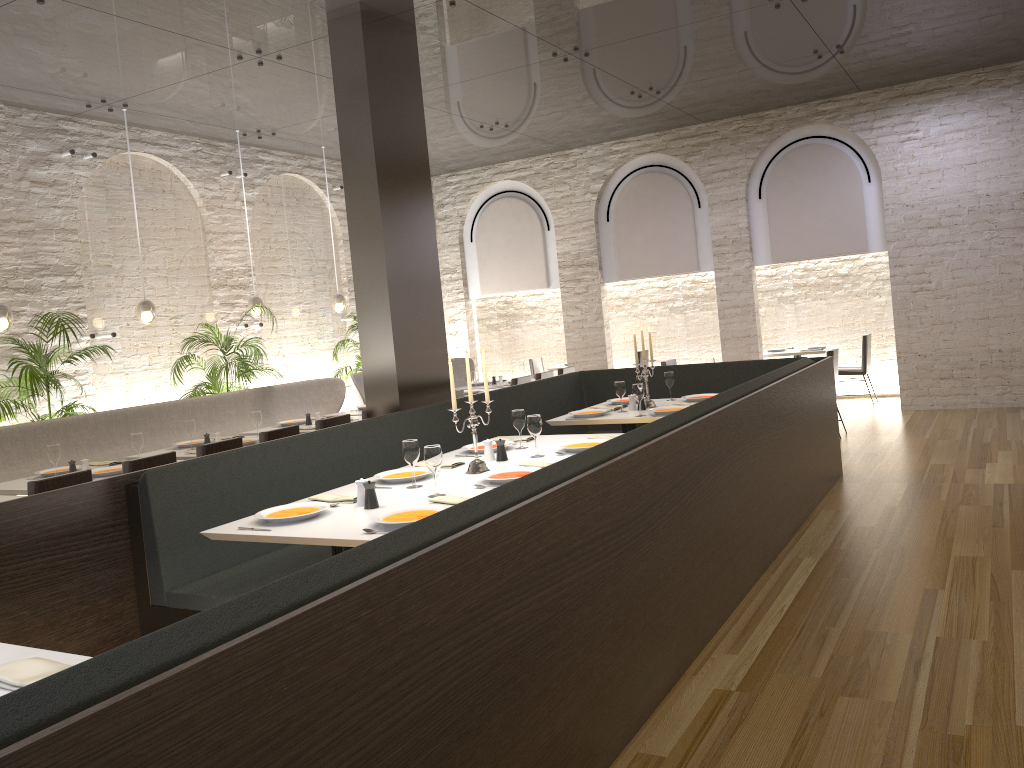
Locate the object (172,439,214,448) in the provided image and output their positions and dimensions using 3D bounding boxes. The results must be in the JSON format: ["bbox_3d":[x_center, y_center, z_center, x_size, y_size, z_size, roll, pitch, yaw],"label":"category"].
[{"bbox_3d":[-2.586,0.486,7.184,0.321,0.036,0.322,-5,4,7],"label":"object"}]

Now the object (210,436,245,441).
[{"bbox_3d":[-2.405,0.456,7.474,0.272,0.033,0.143,-3,4,29],"label":"object"}]

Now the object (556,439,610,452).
[{"bbox_3d":[0.410,0.353,5.002,0.321,0.036,0.322,-4,4,25],"label":"object"}]

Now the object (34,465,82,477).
[{"bbox_3d":[-3.147,0.612,6.171,0.321,0.036,0.322,-5,4,12],"label":"object"}]

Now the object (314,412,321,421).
[{"bbox_3d":[-1.761,0.308,8.033,0.059,0.109,0.059,-5,2,21],"label":"object"}]

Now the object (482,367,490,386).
[{"bbox_3d":[-0.316,-0.091,10.864,0.086,0.230,0.086,-7,2,-31],"label":"object"}]

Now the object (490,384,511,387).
[{"bbox_3d":[-0.105,0.017,10.565,0.272,0.033,0.143,-3,4,29],"label":"object"}]

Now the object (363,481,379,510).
[{"bbox_3d":[-0.622,0.487,3.896,0.069,0.126,0.068,-7,2,-29],"label":"object"}]

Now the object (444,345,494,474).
[{"bbox_3d":[-0.206,0.128,4.567,0.131,0.656,0.391,-4,3,40],"label":"object"}]

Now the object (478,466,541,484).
[{"bbox_3d":[-0.001,0.444,4.259,0.322,0.036,0.321,-9,5,-41],"label":"object"}]

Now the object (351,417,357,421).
[{"bbox_3d":[-1.554,0.334,7.943,0.321,0.036,0.322,-5,4,7],"label":"object"}]

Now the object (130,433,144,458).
[{"bbox_3d":[-2.611,0.460,6.189,0.086,0.230,0.086,-4,2,35],"label":"object"}]

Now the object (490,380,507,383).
[{"bbox_3d":[-0.217,-0.034,11.431,0.272,0.033,0.143,-3,4,29],"label":"object"}]

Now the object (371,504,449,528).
[{"bbox_3d":[-0.400,0.534,3.538,0.321,0.036,0.322,-5,4,5],"label":"object"}]

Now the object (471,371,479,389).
[{"bbox_3d":[-0.420,-0.031,10.151,0.086,0.230,0.086,-7,2,-31],"label":"object"}]

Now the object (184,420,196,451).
[{"bbox_3d":[-2.504,0.398,6.908,0.086,0.230,0.086,-6,2,-19],"label":"object"}]

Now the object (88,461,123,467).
[{"bbox_3d":[-2.965,0.581,6.460,0.272,0.033,0.143,-3,4,29],"label":"object"}]

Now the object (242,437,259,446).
[{"bbox_3d":[-2.119,0.460,6.921,0.321,0.036,0.322,-5,4,7],"label":"object"}]

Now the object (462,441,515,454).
[{"bbox_3d":[-0.141,0.384,5.313,0.321,0.036,0.322,-4,4,25],"label":"object"}]

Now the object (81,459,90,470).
[{"bbox_3d":[-2.887,0.560,5.997,0.059,0.109,0.059,-5,2,21],"label":"object"}]

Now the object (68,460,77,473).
[{"bbox_3d":[-2.970,0.568,5.991,0.059,0.109,0.059,-5,2,21],"label":"object"}]

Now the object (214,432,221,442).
[{"bbox_3d":[-2.327,0.434,7.011,0.059,0.109,0.059,-5,2,21],"label":"object"}]

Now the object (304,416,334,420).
[{"bbox_3d":[-1.839,0.329,8.497,0.272,0.033,0.143,-3,4,29],"label":"object"}]

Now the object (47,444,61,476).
[{"bbox_3d":[-3.052,0.521,5.917,0.086,0.230,0.086,-6,2,-13],"label":"object"}]

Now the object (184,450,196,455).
[{"bbox_3d":[-2.293,0.506,6.608,0.272,0.033,0.143,-3,4,29],"label":"object"}]

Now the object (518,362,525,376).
[{"bbox_3d":[0.124,-0.152,11.135,0.086,0.230,0.086,-7,2,-31],"label":"object"}]

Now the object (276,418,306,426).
[{"bbox_3d":[-2.021,0.360,8.207,0.321,0.036,0.322,-5,4,7],"label":"object"}]

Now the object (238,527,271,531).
[{"bbox_3d":[-1.062,0.599,3.663,0.185,0.010,0.017,-3,4,29],"label":"object"}]

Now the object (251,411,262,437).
[{"bbox_3d":[-2.063,0.337,7.180,0.086,0.230,0.086,-6,2,-19],"label":"object"}]

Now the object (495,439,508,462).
[{"bbox_3d":[-0.059,0.364,4.876,0.068,0.126,0.069,-5,2,23],"label":"object"}]

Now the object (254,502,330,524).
[{"bbox_3d":[-0.951,0.565,3.848,0.321,0.036,0.323,-3,4,27],"label":"object"}]

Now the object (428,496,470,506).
[{"bbox_3d":[-0.209,0.502,3.827,0.272,0.033,0.143,-3,4,29],"label":"object"}]

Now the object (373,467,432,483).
[{"bbox_3d":[-0.552,0.475,4.570,0.322,0.036,0.321,-9,5,-41],"label":"object"}]

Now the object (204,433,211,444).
[{"bbox_3d":[-2.410,0.443,7.005,0.059,0.109,0.059,-5,2,21],"label":"object"}]

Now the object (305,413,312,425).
[{"bbox_3d":[-1.845,0.316,8.027,0.059,0.109,0.059,-5,2,21],"label":"object"}]

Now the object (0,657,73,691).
[{"bbox_3d":[-1.137,0.703,2.149,0.272,0.033,0.143,-3,4,29],"label":"object"}]

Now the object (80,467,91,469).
[{"bbox_3d":[-3.064,0.601,6.327,0.181,0.015,0.038,-3,4,31],"label":"object"}]

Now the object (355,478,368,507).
[{"bbox_3d":[-0.670,0.486,3.979,0.069,0.126,0.068,-7,3,-38],"label":"object"}]

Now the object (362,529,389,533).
[{"bbox_3d":[-0.495,0.562,3.372,0.181,0.015,0.038,-3,4,31],"label":"object"}]

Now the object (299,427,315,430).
[{"bbox_3d":[-1.728,0.380,7.630,0.272,0.033,0.143,-3,4,29],"label":"object"}]

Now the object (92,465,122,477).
[{"bbox_3d":[-2.680,0.586,5.907,0.321,0.036,0.322,-5,4,12],"label":"object"}]

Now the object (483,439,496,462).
[{"bbox_3d":[-0.129,0.368,4.919,0.068,0.126,0.069,-5,2,23],"label":"object"}]
